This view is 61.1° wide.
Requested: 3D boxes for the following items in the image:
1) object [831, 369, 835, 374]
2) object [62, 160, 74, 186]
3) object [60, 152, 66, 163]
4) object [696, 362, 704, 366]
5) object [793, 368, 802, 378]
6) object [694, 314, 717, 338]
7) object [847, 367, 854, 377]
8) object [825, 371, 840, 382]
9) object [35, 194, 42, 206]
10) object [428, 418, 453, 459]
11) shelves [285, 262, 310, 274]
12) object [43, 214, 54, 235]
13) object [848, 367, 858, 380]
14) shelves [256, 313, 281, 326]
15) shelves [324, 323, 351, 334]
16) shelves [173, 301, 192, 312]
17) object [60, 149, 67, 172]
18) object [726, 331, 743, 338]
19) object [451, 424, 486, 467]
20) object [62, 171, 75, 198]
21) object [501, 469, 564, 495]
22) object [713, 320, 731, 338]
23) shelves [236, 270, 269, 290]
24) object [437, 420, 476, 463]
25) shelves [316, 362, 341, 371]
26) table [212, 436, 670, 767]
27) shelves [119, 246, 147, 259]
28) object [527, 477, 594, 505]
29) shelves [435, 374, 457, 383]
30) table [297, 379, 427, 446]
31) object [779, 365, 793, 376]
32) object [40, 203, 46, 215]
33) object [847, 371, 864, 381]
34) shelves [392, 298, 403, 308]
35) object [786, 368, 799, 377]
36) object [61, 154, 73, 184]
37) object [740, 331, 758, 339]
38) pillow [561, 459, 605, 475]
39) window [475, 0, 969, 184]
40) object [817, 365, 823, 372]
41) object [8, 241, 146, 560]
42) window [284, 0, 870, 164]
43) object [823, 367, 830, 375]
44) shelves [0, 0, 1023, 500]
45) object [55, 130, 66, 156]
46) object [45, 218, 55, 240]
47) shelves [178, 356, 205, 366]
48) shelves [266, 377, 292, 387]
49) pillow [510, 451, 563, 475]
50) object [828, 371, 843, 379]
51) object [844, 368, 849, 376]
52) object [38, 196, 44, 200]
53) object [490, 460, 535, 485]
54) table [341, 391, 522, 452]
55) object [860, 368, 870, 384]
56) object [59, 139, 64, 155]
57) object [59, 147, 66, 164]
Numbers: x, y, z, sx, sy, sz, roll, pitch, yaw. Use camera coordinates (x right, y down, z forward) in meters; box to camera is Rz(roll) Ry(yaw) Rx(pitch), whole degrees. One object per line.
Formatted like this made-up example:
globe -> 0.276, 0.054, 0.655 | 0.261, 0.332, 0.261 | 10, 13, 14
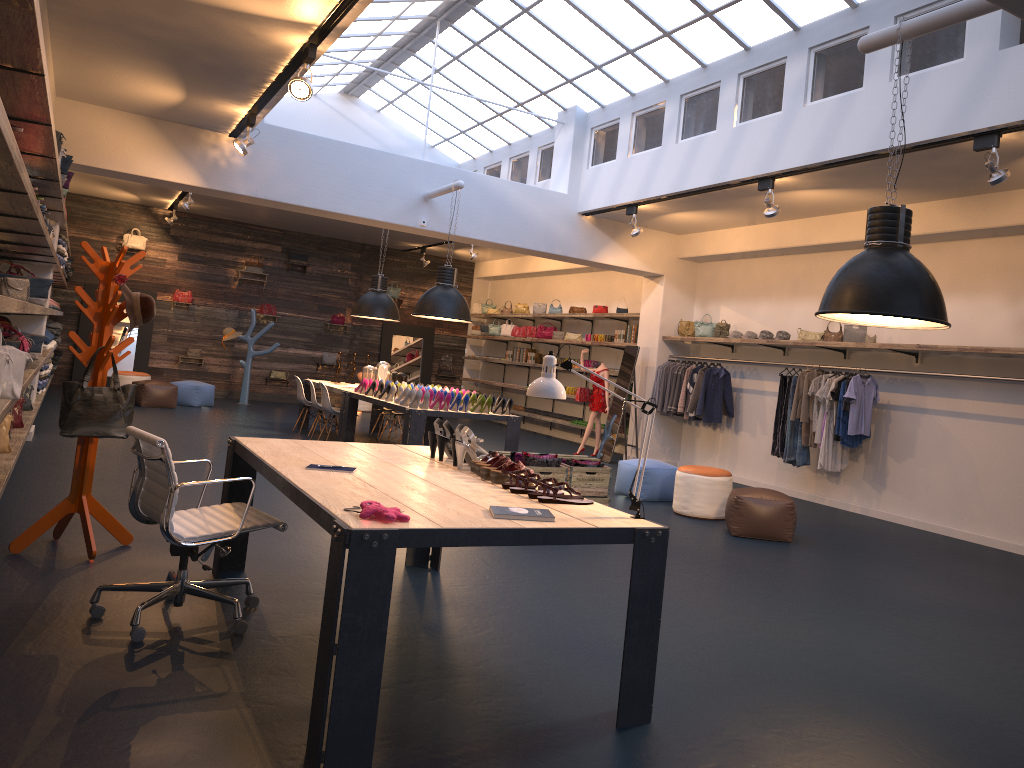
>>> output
object -> 3.781, -0.116, 10.224 | 0.322, 0.198, 0.011 | 6, -3, -31
object -> -3.704, -1.695, 6.812 | 0.449, 0.233, 0.164 | 6, -1, -36
object -> -3.512, -1.706, 6.345 | 0.457, 0.333, 0.178 | 7, -2, -34
object -> 2.691, -0.278, 12.441 | 0.462, 0.220, 0.009 | 6, -3, -31
object -> 3.552, -0.163, 10.696 | 0.249, 0.178, 0.013 | 7, -3, -31
object -> 2.830, -0.841, 12.667 | 0.363, 0.368, 0.177 | 6, -3, 5
object -> 3.901, -0.087, 9.986 | 0.461, 0.220, 0.009 | 6, -3, -29
object -> 3.811, -0.112, 10.176 | 0.387, 0.198, 0.013 | 6, -3, -31
object -> -3.435, -1.204, 6.096 | 0.192, 0.324, 0.385 | 6, -1, 13
object -> -0.335, 0.308, 4.851 | 0.300, 0.224, 0.110 | 7, -2, -30
shelves -> -4.400, -2.372, 17.776 | 0.484, 0.179, 0.227 | 6, 0, -30
object -> -4.097, -1.343, 7.430 | 0.188, 0.387, 0.433 | 6, -1, 12
object -> 3.936, -0.082, 9.918 | 0.461, 0.220, 0.009 | 6, -3, -30
shelves -> -4.926, -1.288, 17.463 | 0.484, 0.211, 0.227 | 6, 0, -30
shelves -> -3.673, -1.157, 18.240 | 0.530, 0.185, 0.187 | 6, -1, -30
shelves -> -6.321, -1.483, 16.625 | 0.325, 0.158, 0.227 | 6, 0, -30
object -> -3.554, -1.677, 6.510 | 0.348, 0.246, 0.176 | 6, -2, -11
object -> 3.074, -0.675, 11.976 | 0.235, 0.126, 0.187 | 6, 0, 7
object -> -0.204, 0.327, 4.615 | 0.302, 0.224, 0.109 | 7, -2, -39
object -> -4.013, -1.741, 7.443 | 0.446, 0.236, 0.165 | 6, -1, -28
object -> 0.097, 0.442, 3.938 | 0.299, 0.091, 0.208 | 6, 1, -25
object -> 2.966, -0.773, 12.327 | 0.254, 0.285, 0.357 | 7, -1, -10
shelves -> -5.185, -2.068, 17.305 | 0.598, 0.318, 0.227 | 6, -1, -30
object -> -0.275, 0.317, 4.743 | 0.299, 0.224, 0.110 | 7, -2, -29
shelves -> -3.836, -0.332, 18.124 | 0.484, 0.184, 0.227 | 6, 0, -30
table -> -0.510, 0.791, 4.052 | 1.323, 0.743, 2.357 | 6, 1, -28
shelves -> -7.069, -2.444, 16.175 | 0.484, 0.158, 0.227 | 6, 0, -30
object -> 0.212, 0.459, 3.750 | 0.298, 0.091, 0.199 | 6, 1, -30
shelves -> -1.490, -0.116, 19.536 | 0.484, 0.158, 0.227 | 6, 0, -30
table -> -2.078, 0.427, 12.236 | 1.323, 0.743, 2.357 | 6, 1, -28
object -> 3.448, -0.179, 10.904 | 0.249, 0.178, 0.013 | 7, -3, -31
object -> -3.770, -1.264, 6.759 | 0.212, 0.340, 0.383 | 6, -1, 11
object -> 3.957, -0.097, 9.872 | 0.434, 0.179, 0.016 | 6, -3, -30
shelves -> -2.602, -1.773, 18.857 | 0.484, 0.178, 0.227 | 6, 0, -30
object -> 3.502, -0.171, 10.796 | 0.249, 0.178, 0.013 | 7, -3, -31
object -> -3.633, -1.684, 6.669 | 0.446, 0.233, 0.165 | 6, -1, -28
object -> 3.199, -0.656, 11.726 | 0.235, 0.126, 0.187 | 6, 0, 7
pillow -> 0.557, 0.796, 7.550 | 0.331, 0.320, 0.425 | 7, -1, -28
window -> -0.627, -3.446, 10.477 | 4.801, 0.654, 10.505 | 6, 1, -27
object -> 3.686, -0.140, 10.413 | 0.434, 0.180, 0.016 | 6, -3, -29
object -> -2.376, 0.070, 4.933 | 0.450, 1.738, 0.437 | 7, -3, -2
window -> 0.938, -4.158, 7.573 | 4.638, 0.840, 17.417 | 6, 1, -27
object -> 3.739, -0.112, 10.312 | 0.462, 0.220, 0.009 | 6, -3, -31
shelves -> -1.156, -0.270, 10.624 | 9.253, 2.234, 15.630 | 6, 1, -28
object -> -3.253, -1.693, 5.838 | 0.458, 0.387, 0.177 | 7, -2, -35
object -> -4.346, -1.382, 7.923 | 0.188, 0.387, 0.433 | 6, -1, 12
shelves -> -6.179, -0.445, 16.716 | 0.484, 0.144, 0.227 | 6, 0, -30
shelves -> -4.735, -0.033, 17.583 | 0.484, 0.158, 0.227 | 6, 0, -30
pillow -> 0.167, 0.727, 7.209 | 0.382, 0.350, 0.405 | 7, -1, -29
object -> 3.831, -0.119, 10.138 | 0.387, 0.178, 0.013 | 6, -3, -31
object -> 3.872, -0.102, 10.043 | 0.415, 0.198, 0.008 | 6, -3, -31
object -> -3.551, -1.230, 6.319 | 0.212, 0.340, 0.383 | 6, -1, 11
object -> 0.023, 0.417, 4.098 | 0.278, 0.117, 0.092 | 6, -1, -36
table -> -1.019, 0.592, 10.114 | 1.323, 0.743, 2.357 | 6, 1, -28
object -> 3.991, -0.093, 9.810 | 0.434, 0.179, 0.016 | 6, -3, -30
object -> -3.351, -1.706, 5.991 | 0.455, 0.387, 0.179 | 7, -2, -29
object -> -3.426, -1.693, 6.176 | 0.458, 0.333, 0.177 | 7, -2, -36
